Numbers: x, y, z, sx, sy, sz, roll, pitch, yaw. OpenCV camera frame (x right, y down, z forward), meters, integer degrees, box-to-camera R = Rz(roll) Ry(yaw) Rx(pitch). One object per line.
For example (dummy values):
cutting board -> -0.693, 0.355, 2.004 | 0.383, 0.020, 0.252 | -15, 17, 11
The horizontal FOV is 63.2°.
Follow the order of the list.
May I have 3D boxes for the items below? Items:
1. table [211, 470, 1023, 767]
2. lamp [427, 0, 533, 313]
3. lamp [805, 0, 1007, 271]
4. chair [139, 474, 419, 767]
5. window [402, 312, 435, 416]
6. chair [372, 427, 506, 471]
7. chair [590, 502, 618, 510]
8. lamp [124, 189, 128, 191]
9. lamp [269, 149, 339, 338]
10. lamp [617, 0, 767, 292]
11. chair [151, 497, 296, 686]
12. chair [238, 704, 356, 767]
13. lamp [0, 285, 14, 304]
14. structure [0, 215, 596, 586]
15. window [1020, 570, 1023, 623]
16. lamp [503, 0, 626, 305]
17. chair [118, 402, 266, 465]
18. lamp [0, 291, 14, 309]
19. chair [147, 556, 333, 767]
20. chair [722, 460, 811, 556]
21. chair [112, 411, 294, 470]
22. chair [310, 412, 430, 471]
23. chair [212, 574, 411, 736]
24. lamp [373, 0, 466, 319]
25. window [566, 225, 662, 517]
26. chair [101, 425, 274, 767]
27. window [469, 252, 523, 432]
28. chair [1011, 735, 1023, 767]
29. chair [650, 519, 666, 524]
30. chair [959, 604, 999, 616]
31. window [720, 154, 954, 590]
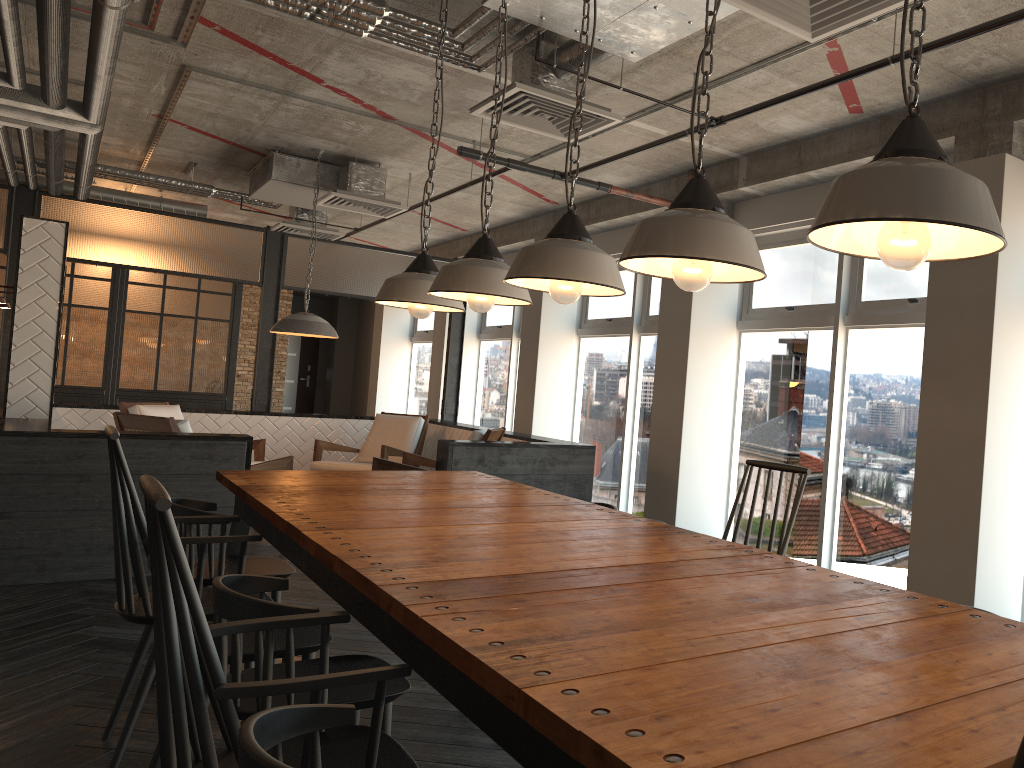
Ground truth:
table -> -0.008, 0.861, 2.612 | 1.384, 0.792, 3.210 | 4, 0, -30
lamp -> -0.048, -1.125, 3.039 | 0.400, 1.737, 0.332 | 5, -1, -14
lamp -> 0.780, -1.072, 1.528 | 0.356, 1.737, 0.376 | 4, -1, 10
chair -> -0.451, 0.705, 1.606 | 0.567, 1.033, 0.392 | 5, -1, -32
window -> -1.150, -0.224, 12.278 | 0.286, 2.875, 2.133 | 5, -1, -29
chair -> -0.614, 0.778, 6.726 | 0.955, 0.907, 0.712 | 4, -1, 1
chair -> 0.219, 0.909, 3.717 | 0.515, 0.737, 0.320 | 5, -1, -33
lamp -> -4.921, -1.740, 10.304 | 0.348, 0.857, 2.923 | 5, -1, -29
lamp -> -1.661, -1.176, 6.920 | 0.577, 1.545, 0.442 | 5, -1, -25
lamp -> 0.503, -1.090, 2.032 | 0.423, 1.737, 0.309 | 5, -1, -43
chair -> -1.110, 0.813, 3.225 | 0.515, 0.737, 0.320 | 5, -1, -33
chair -> -0.187, 0.870, 1.275 | 0.515, 0.737, 0.320 | 5, -1, -33
lamp -> -3.399, -0.582, 5.417 | 0.174, 0.171, 0.252 | 4, -1, 27
structure -> -1.962, 0.076, 6.782 | 4.589, 2.115, 3.166 | 4, 0, -32
window -> 3.473, 0.070, 3.835 | 0.286, 2.875, 2.133 | 5, -1, -29
lamp -> 0.228, -1.107, 2.536 | 0.410, 1.737, 0.322 | 5, -1, -21
chair -> -2.664, 0.633, 6.960 | 0.929, 0.907, 0.732 | 4, -1, 6
lamp -> -3.695, -0.601, 5.957 | 0.174, 0.171, 0.252 | 4, -1, 27
chair -> -0.799, 0.837, 2.415 | 0.536, 0.726, 0.320 | 5, -1, -33
chair -> 0.740, 0.795, 2.978 | 0.567, 1.033, 0.392 | 5, -1, -32
chair -> -2.117, 0.667, 5.738 | 0.636, 0.907, 1.054 | 4, -1, 30
chair -> -1.321, 0.733, 7.966 | 0.666, 0.907, 1.015 | 4, -1, 21
chair -> -0.517, 0.850, 2.091 | 0.515, 0.737, 0.320 | 5, -1, -33
lamp -> -0.323, -1.142, 3.542 | 0.400, 1.737, 0.332 | 5, -1, -14
window -> 1.164, -0.077, 8.052 | 0.286, 2.875, 2.133 | 5, -1, -29
chair -> -1.064, 0.666, 2.726 | 0.567, 1.033, 0.392 | 5, -1, -32
window -> 0.007, -0.151, 10.165 | 0.286, 2.875, 2.133 | 5, -1, -29
chair -> 0.698, 0.785, 1.233 | 0.525, 1.033, 0.424 | 5, -1, -27
chair -> 0.374, 0.919, 3.297 | 0.515, 0.737, 0.320 | 5, -1, -33
chair -> 1.033, 0.961, 2.106 | 0.515, 0.737, 0.320 | 5, -1, -33
window -> 2.318, -0.004, 5.943 | 0.286, 2.875, 2.133 | 5, -1, -29
